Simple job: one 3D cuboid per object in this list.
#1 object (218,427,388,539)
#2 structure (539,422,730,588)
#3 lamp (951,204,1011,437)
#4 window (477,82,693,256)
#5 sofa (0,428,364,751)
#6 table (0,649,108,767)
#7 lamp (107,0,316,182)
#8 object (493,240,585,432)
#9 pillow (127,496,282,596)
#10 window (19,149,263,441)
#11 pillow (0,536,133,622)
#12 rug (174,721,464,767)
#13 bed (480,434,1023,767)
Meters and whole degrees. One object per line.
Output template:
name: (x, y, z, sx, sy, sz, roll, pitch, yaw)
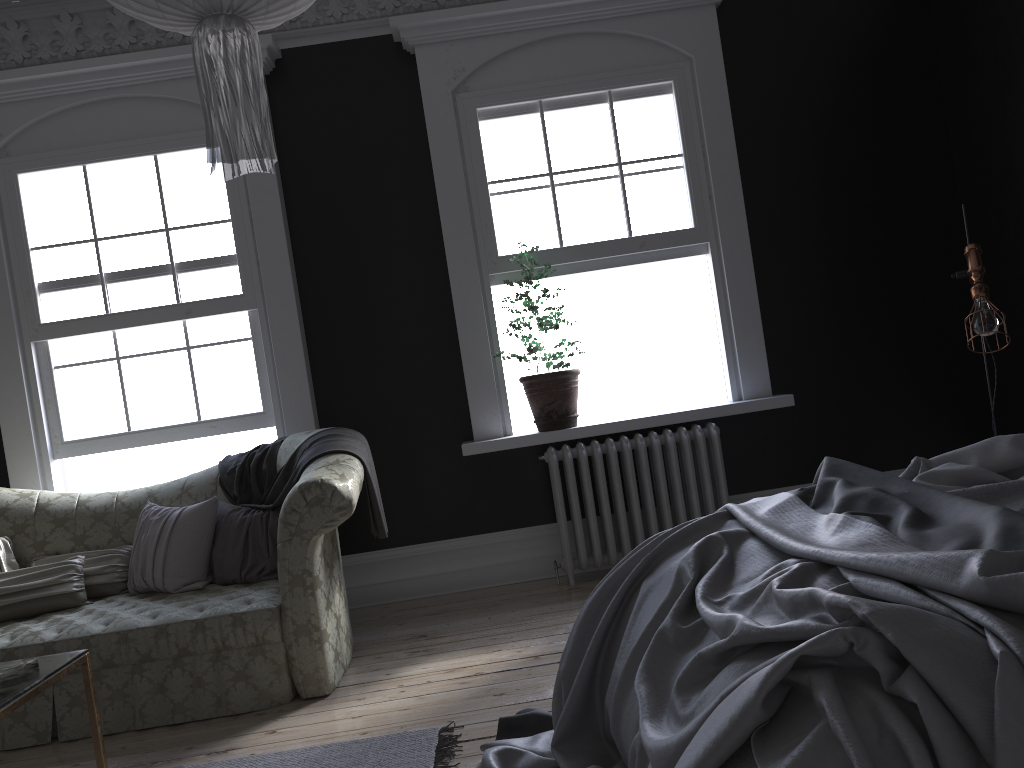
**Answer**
object: (-1.127, 0.551, 4.654, 0.516, 0.585, 1.369, -9, 0, -42)
structure: (0.769, 0.715, 5.268, 1.141, 0.849, 0.276, -9, 1, -2)
lamp: (2.582, -0.060, 4.741, 0.437, 1.779, 1.715, -8, 1, 37)
window: (0.454, -1.280, 5.446, 1.263, 1.017, 0.056, -9, 1, -2)
sofa: (-2.032, 0.978, 4.530, 2.813, 1.161, 1.606, -9, 0, -1)
table: (-2.043, 1.246, 2.342, 1.449, 0.558, 1.092, -9, 0, -2)
lamp: (-0.835, -1.552, 2.262, 0.785, 2.049, 0.781, -8, 1, 42)
object: (0.174, -0.286, 5.302, 0.475, 1.134, 0.504, -8, 1, 38)
pillow: (-1.535, 0.793, 4.495, 0.964, 0.462, 0.404, -9, 0, 6)
window: (-2.239, -0.542, 5.376, 1.263, 1.672, 0.056, -9, 1, -2)
pillow: (-2.519, 0.962, 4.446, 1.105, 0.416, 0.529, -9, 0, -2)
rug: (-1.953, 1.501, 2.196, 3.644, 0.050, 2.105, -9, 0, -1)
bed: (1.510, 0.341, 2.433, 3.281, 1.298, 2.767, -9, 0, -13)
